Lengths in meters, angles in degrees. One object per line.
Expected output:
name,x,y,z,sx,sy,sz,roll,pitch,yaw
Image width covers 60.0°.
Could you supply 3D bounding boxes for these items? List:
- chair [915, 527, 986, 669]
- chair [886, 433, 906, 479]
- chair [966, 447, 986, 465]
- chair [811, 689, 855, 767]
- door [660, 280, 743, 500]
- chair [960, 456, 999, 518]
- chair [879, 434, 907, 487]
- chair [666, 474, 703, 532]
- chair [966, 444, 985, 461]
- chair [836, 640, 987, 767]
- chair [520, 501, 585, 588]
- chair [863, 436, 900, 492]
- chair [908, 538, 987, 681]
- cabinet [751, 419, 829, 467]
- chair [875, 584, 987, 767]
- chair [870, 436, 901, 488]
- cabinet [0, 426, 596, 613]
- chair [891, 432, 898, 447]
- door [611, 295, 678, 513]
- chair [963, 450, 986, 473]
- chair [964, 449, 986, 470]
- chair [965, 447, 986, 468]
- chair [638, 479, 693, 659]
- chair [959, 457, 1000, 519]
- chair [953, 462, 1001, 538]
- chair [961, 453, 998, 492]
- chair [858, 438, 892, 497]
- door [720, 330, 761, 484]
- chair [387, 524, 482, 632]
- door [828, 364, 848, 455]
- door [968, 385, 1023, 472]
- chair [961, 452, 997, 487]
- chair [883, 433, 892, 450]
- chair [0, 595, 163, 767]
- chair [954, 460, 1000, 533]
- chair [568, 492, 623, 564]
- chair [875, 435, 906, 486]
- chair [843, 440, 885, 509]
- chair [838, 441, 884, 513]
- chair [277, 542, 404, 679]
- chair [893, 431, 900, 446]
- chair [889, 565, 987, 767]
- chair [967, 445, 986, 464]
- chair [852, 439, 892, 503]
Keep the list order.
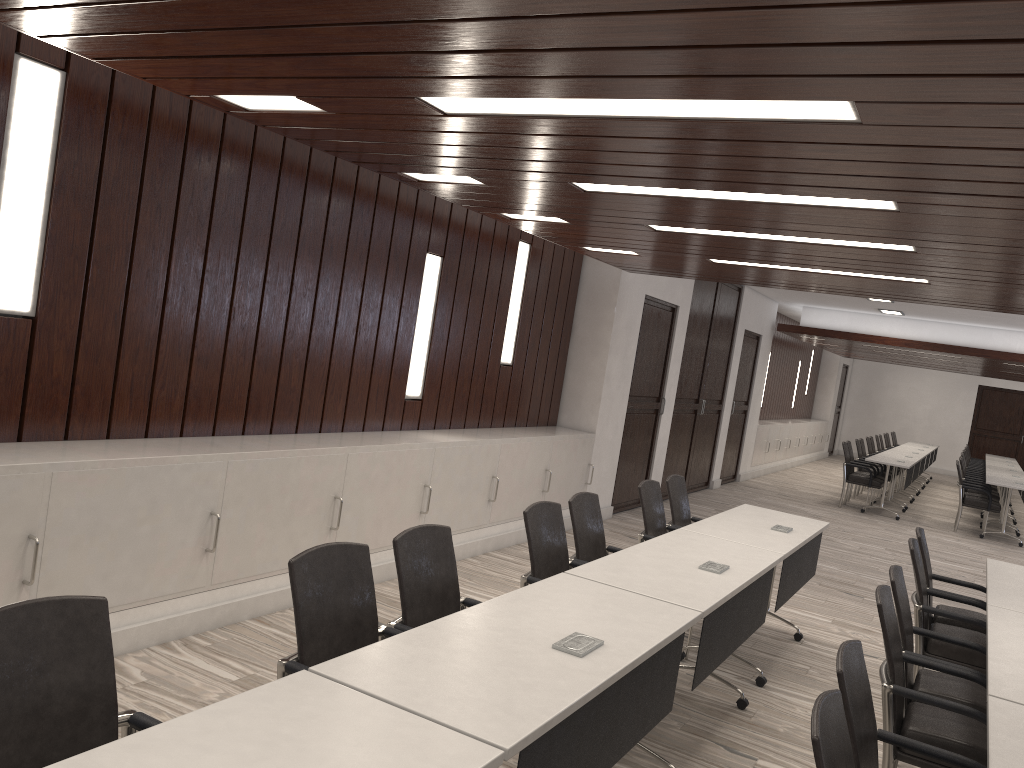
chair,2.604,1.364,5.141,0.638,0.939,0.513,10,3,27
chair,8.183,1.549,18.786,0.638,0.939,0.513,10,3,28
chair,9.512,1.793,18.070,0.638,0.939,0.513,10,3,28
chair,0.930,1.262,1.989,0.638,0.939,0.513,10,3,27
door,2.453,0.011,11.585,0.200,2.889,2.327,10,3,28
chair,7.361,1.660,14.040,0.638,0.939,0.513,10,3,28
chair,7.476,1.507,17.437,0.638,0.939,0.513,10,3,27
chair,1.282,1.122,5.856,0.638,0.939,0.513,10,3,28
chair,10.216,1.835,19.415,0.638,0.939,0.513,10,3,27
chair,1.163,1.274,2.466,0.638,0.939,0.513,10,3,29
chair,0.325,1.064,4.042,0.638,0.939,0.513,10,3,28
chair,6.498,1.445,15.634,0.638,0.939,0.513,10,3,29
chair,2.354,1.349,4.677,0.638,0.939,0.513,10,3,27
cabinet,5.620,1.107,18.042,0.476,0.698,7.540,10,3,28
chair,1.629,1.303,3.336,0.638,0.939,0.513,10,3,27
chair,6.748,1.461,16.089,0.638,0.939,0.513,10,3,28
cabinet,-1.175,0.686,5.314,0.476,0.698,7.540,10,3,28
chair,8.658,1.580,19.660,0.638,0.939,0.513,10,3,28
door,1.403,0.228,9.714,0.200,2.323,1.163,10,3,28
chair,8.539,1.731,16.274,0.638,0.939,0.513,10,3,28
chair,8.794,1.748,16.731,0.638,0.939,0.513,10,3,28
chair,9.261,1.776,17.615,0.638,0.939,0.513,10,3,28
chair,1.033,1.107,5.388,0.638,0.939,0.513,10,3,27
chair,7.115,1.644,13.582,0.638,0.939,0.513,10,3,27
chair,6.396,1.599,12.240,0.638,0.939,0.513,10,3,28
chair,7.824,1.687,14.928,0.638,0.939,0.513,10,3,28
chair,6.045,1.418,14.767,0.638,0.939,0.513,10,3,29
door,3.414,0.352,13.480,0.200,2.323,1.163,10,3,28
chair,-0.145,1.035,3.165,0.638,0.939,0.513,10,3,27
door,8.160,0.646,22.370,0.200,2.323,1.163,10,3,28
door,12.363,1.350,21.416,2.329,2.323,0.200,10,3,28
chair,8.065,1.702,15.385,0.638,0.939,0.513,10,3,29
chair,7.936,1.534,18.323,0.638,0.939,0.513,10,3,27
chair,-0.871,0.988,1.833,0.638,0.939,0.513,10,3,28
chair,6.637,1.613,12.716,0.638,0.939,0.513,10,3,27
chair,0.557,1.077,4.507,0.638,0.939,0.513,10,3,27
chair,7.214,1.489,16.982,0.638,0.939,0.513,10,3,28
chair,5.320,1.373,13.414,0.638,0.939,0.513,10,3,27
chair,5.082,1.359,12.949,0.638,0.939,0.513,10,3,29
chair,-0.395,1.019,2.697,0.638,0.939,0.513,10,3,29
chair,8.902,1.594,20.123,0.638,0.939,0.513,10,3,28
chair,1.877,1.319,3.796,0.638,0.939,0.513,10,3,28
chair,9.986,1.822,18.950,0.638,0.939,0.513,10,3,28
chair,5.794,1.402,14.297,0.638,0.939,0.513,10,3,28
